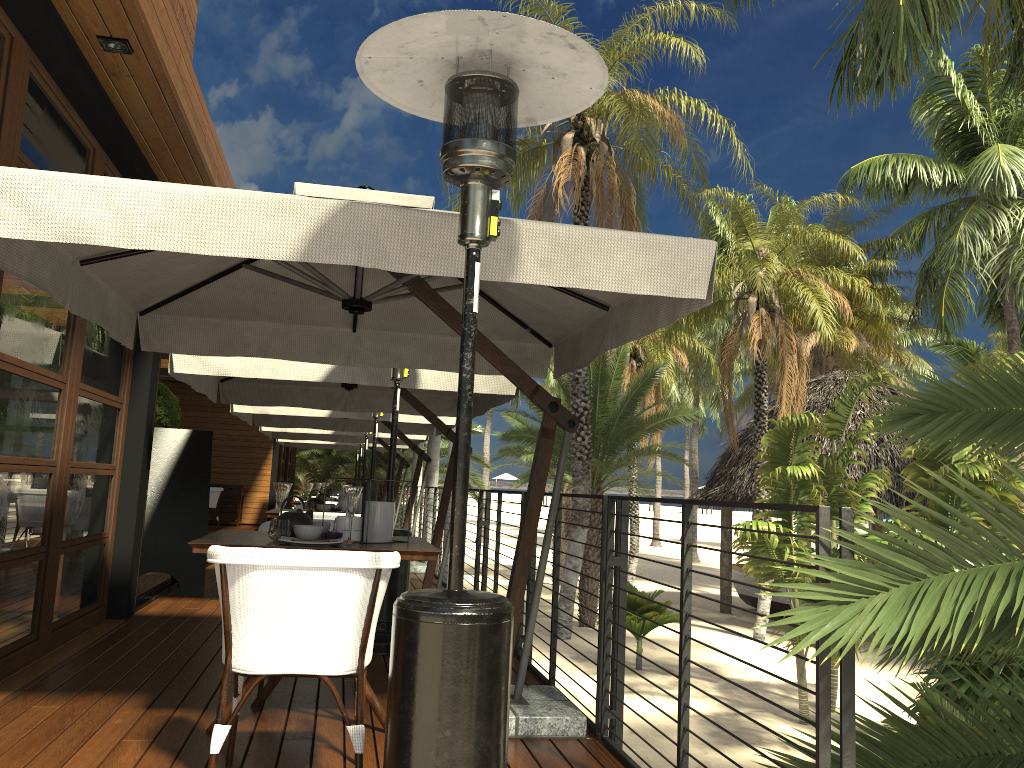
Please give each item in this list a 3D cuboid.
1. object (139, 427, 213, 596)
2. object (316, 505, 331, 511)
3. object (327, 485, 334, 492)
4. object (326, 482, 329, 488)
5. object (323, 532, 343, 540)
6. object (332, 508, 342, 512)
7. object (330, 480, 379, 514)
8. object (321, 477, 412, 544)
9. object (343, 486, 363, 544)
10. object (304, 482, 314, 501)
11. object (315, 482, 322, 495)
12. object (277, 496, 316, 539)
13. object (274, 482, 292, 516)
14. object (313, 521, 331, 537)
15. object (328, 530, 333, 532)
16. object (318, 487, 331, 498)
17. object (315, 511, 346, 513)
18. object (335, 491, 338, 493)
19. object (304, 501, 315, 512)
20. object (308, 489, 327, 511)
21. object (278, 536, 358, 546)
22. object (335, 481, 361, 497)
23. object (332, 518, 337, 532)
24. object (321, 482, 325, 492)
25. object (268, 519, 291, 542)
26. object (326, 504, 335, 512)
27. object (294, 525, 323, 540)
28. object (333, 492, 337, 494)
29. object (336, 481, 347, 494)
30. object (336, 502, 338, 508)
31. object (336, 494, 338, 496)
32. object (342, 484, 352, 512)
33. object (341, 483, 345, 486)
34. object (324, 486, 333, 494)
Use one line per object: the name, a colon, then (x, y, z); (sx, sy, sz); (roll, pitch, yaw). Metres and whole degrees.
object: (-3.052, 1.077, 7.672); (0.768, 1.400, 0.770); (6, -9, -26)
object: (-1.462, 0.971, 6.878); (0.116, 0.065, 0.116); (4, -7, -6)
object: (-3.477, 2.030, 16.971); (0.163, 0.179, 0.167); (4, -7, -9)
object: (-3.588, 2.022, 17.175); (0.082, 0.227, 0.082); (4, -8, -10)
object: (-0.722, 0.620, 3.574); (0.080, 0.042, 0.080); (5, -7, -19)
object: (-1.365, 0.989, 6.896); (0.080, 0.042, 0.080); (5, -7, -19)
object: (-1.264, 0.910, 7.131); (0.263, 0.264, 0.263); (-2, -9, 34)
object: (-0.622, 0.542, 3.810); (0.263, 0.264, 0.263); (-2, -9, 34)
object: (-0.645, 0.525, 3.555); (0.082, 0.227, 0.082); (4, -8, -10)
object: (-1.673, 0.924, 7.277); (0.082, 0.227, 0.082); (4, -8, -10)
object: (-2.310, 1.289, 10.569); (0.082, 0.227, 0.082); (6, -8, -21)
object: (-0.917, 0.562, 3.750); (0.168, 0.179, 0.162); (4, -8, -12)
object: (-1.031, 0.555, 3.955); (0.082, 0.227, 0.082); (4, -8, -10)
object: (-0.864, 0.645, 3.931); (0.116, 0.065, 0.116); (4, -7, -6)
object: (-0.941, 0.678, 4.073); (0.294, 0.025, 0.170); (4, -7, -10)
object: (-2.199, 1.297, 10.365); (0.163, 0.179, 0.167); (4, -7, -9)
object: (-1.386, 0.977, 6.730); (0.294, 0.025, 0.170); (4, -7, -10)
object: (-3.421, 2.112, 17.151); (0.116, 0.065, 0.116); (7, -8, -29)
object: (-1.566, 0.950, 6.843); (0.086, 0.086, 0.086); (3, -7, -6)
object: (-1.559, 0.931, 7.072); (0.168, 0.179, 0.162); (4, -8, -12)
object: (-0.743, 0.608, 3.409); (0.294, 0.025, 0.170); (4, -7, -10)
object: (-2.536, 1.640, 13.704); (0.263, 0.264, 0.263); (-2, -9, 34)
object: (-0.759, 0.644, 3.973); (0.086, 0.086, 0.086); (3, -7, -6)
object: (-2.945, 1.653, 13.850); (0.082, 0.227, 0.082); (4, -8, -10)
object: (-0.924, 0.582, 3.521); (0.086, 0.086, 0.086); (3, -7, -6)
object: (-1.506, 1.014, 7.253); (0.116, 0.065, 0.116); (4, -7, -6)
object: (-0.819, 0.602, 3.556); (0.116, 0.065, 0.116); (4, -7, -6)
object: (-3.377, 2.069, 16.776); (0.116, 0.065, 0.116); (7, -8, -29)
object: (-3.179, 2.009, 17.029); (0.263, 0.264, 0.263); (-2, -9, 34)
object: (-1.402, 1.012, 7.295); (0.086, 0.086, 0.086); (3, -7, -6)
object: (-2.778, 1.743, 13.826); (0.116, 0.065, 0.116); (4, -7, -12)
object: (-1.288, 0.894, 6.877); (0.082, 0.227, 0.082); (4, -8, -10)
object: (-3.203, 1.993, 16.775); (0.082, 0.227, 0.082); (4, -8, -10)
object: (-2.834, 1.661, 13.646); (0.163, 0.179, 0.167); (4, -7, -9)
